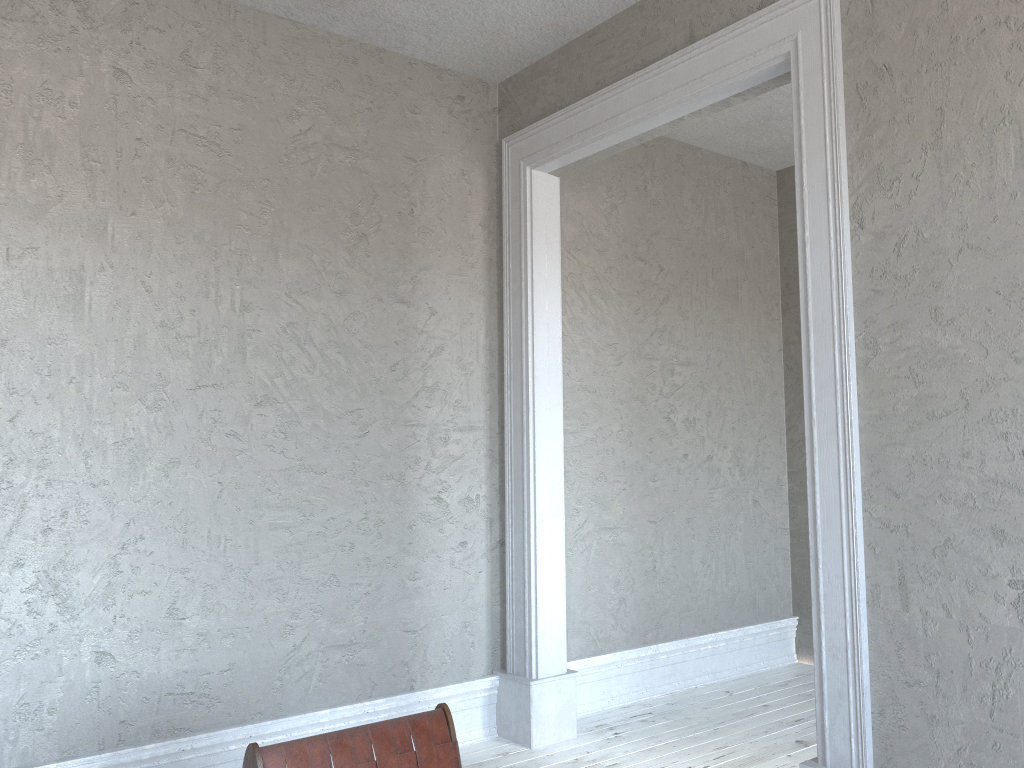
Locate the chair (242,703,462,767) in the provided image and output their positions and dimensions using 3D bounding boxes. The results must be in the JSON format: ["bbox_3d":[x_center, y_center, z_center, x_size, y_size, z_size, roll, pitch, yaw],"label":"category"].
[{"bbox_3d":[-0.110,1.127,1.732,0.518,0.721,0.996,3,-6,-37],"label":"chair"}]
